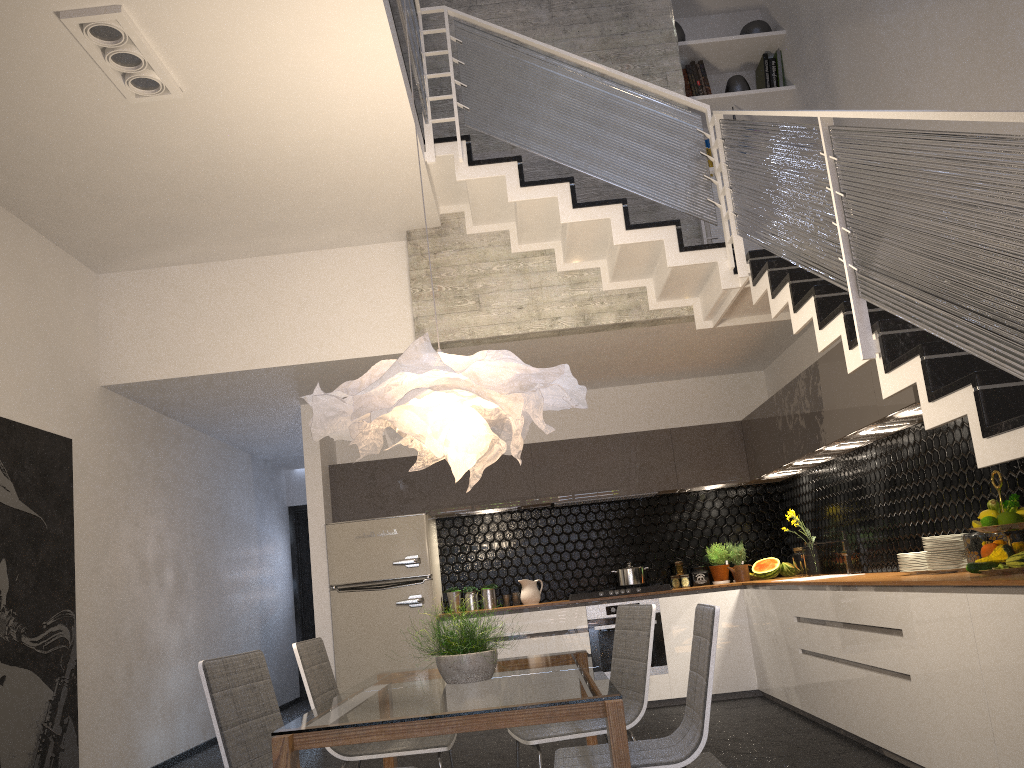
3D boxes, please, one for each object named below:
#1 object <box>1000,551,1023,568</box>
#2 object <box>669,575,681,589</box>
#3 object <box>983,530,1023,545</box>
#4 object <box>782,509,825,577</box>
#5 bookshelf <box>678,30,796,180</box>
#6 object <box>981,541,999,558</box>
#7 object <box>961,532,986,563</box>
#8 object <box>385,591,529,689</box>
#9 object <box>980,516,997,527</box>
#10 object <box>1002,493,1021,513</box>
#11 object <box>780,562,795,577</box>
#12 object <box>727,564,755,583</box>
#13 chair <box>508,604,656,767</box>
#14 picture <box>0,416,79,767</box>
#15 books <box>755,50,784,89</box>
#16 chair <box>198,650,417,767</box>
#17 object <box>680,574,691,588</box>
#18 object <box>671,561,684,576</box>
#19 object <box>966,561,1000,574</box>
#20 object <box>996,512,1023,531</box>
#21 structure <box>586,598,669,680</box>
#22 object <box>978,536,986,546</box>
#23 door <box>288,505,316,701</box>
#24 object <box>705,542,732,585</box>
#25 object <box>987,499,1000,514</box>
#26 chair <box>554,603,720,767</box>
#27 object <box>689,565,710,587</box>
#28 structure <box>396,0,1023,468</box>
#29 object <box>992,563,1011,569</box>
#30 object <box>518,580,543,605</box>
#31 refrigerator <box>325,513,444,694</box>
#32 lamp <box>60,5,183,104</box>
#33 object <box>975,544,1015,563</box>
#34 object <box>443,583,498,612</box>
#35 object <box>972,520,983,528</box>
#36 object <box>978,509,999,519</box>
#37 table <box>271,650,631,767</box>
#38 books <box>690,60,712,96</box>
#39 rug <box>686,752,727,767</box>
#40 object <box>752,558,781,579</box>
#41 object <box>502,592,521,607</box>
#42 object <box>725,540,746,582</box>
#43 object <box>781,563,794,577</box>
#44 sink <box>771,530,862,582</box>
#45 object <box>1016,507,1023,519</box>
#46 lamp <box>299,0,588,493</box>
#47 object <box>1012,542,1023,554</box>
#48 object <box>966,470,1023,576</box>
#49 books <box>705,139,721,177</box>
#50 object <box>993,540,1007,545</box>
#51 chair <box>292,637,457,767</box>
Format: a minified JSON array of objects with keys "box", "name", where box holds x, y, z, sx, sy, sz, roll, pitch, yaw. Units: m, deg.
[{"box":[2.000,0.700,3.496,0.152,0.072,0.077,-16,-15,37],"name":"object"},{"box":[1.407,1.708,7.639,0.083,0.112,0.083,-6,-11,0],"name":"object"},{"box":[2.259,0.755,4.040,0.172,0.183,0.174,-2,-12,-22],"name":"object"},{"box":[2.307,1.247,6.988,0.258,0.537,0.430,-11,-12,23],"name":"object"},{"box":[1.588,-1.963,6.633,0.973,1.096,0.447,-6,-10,0],"name":"bookshelf"},{"box":[1.974,0.689,3.638,0.087,0.092,0.086,-7,-11,5],"name":"object"},{"box":[2.247,0.798,4.219,0.172,0.183,0.173,3,-15,-40],"name":"object"},{"box":[-0.196,0.970,3.400,0.531,0.364,0.675,-5,-12,-5],"name":"object"},{"box":[1.935,0.563,3.592,0.060,0.054,0.059,-14,-14,34],"name":"object"},{"box":[2.044,0.508,3.649,0.067,0.100,0.212,-9,-13,15],"name":"object"},{"box":[2.336,1.548,7.416,0.149,0.126,0.225,-16,-16,39],"name":"object"},{"box":[1.935,1.596,7.459,0.211,0.139,0.125,-14,-14,34],"name":"object"},{"box":[0.314,1.411,3.682,0.601,0.911,0.480,-3,-11,-14],"name":"chair"},{"box":[-2.732,1.199,4.877,0.033,2.008,1.245,-6,-11,0],"name":"picture"},{"box":[1.961,-2.283,6.738,0.160,0.378,0.268,-6,-11,0],"name":"books"},{"box":[-0.659,1.351,2.964,0.602,0.911,0.479,-8,-11,10],"name":"chair"},{"box":[1.494,1.698,7.635,0.083,0.112,0.083,-8,-11,10],"name":"object"},{"box":[1.429,1.593,7.646,0.083,0.112,0.083,-2,-12,-19],"name":"object"},{"box":[1.956,0.742,3.605,0.239,0.048,0.062,-2,-13,-19],"name":"object"},{"box":[2.006,0.553,3.568,0.101,0.078,0.097,-5,-12,-4],"name":"object"},{"box":[0.921,2.091,7.301,0.587,0.583,0.590,-6,-11,0],"name":"structure"},{"box":[2.040,0.693,3.735,0.126,0.119,0.061,-13,-13,32],"name":"object"},{"box":[-2.045,2.558,10.604,1.108,2.293,0.162,-6,-10,0],"name":"door"},{"box":[1.793,1.535,7.607,0.245,0.350,0.236,-7,-11,4],"name":"object"},{"box":[1.997,0.523,3.679,0.057,0.081,0.182,-12,-14,28],"name":"object"},{"box":[0.437,1.228,2.944,0.602,0.911,0.479,-7,-11,3],"name":"chair"},{"box":[1.613,1.654,7.634,0.141,0.172,0.143,-6,-11,0],"name":"object"},{"box":[-0.032,-2.037,4.936,4.234,8.229,8.546,-6,-11,0],"name":"structure"},{"box":[2.031,0.720,3.544,0.229,0.075,0.070,-4,-11,-9],"name":"object"},{"box":[0.163,1.788,7.627,0.190,0.213,0.173,-9,-11,13],"name":"object"},{"box":[-1.009,1.985,7.323,0.829,1.695,0.777,-6,-10,0],"name":"refrigerator"},{"box":[-1.715,-1.463,3.938,0.253,0.065,0.651,-6,-13,0],"name":"lamp"},{"box":[1.963,0.695,3.607,0.155,0.076,0.079,-15,-14,34],"name":"object"},{"box":[-0.346,1.839,7.627,0.482,0.218,0.174,-6,-11,-3],"name":"object"},{"box":[1.919,0.580,3.643,0.048,0.041,0.045,3,-15,-38],"name":"object"},{"box":[1.973,0.547,3.656,0.068,0.057,0.071,-6,-12,0],"name":"object"},{"box":[-0.125,1.479,3.322,0.997,0.707,1.818,-6,-12,0],"name":"table"},{"box":[1.431,-2.223,6.760,0.134,0.379,0.275,-6,-11,0],"name":"books"},{"box":[-0.093,1.819,3.245,2.371,0.006,3.724,-6,-13,0],"name":"rug"},{"box":[2.120,1.539,7.377,0.237,0.173,0.218,-13,-13,28],"name":"object"},{"box":[-0.006,1.864,7.653,0.160,0.109,0.078,-7,-11,5],"name":"object"},{"box":[1.932,1.504,7.589,0.170,0.375,0.184,-14,-13,37],"name":"object"},{"box":[2.357,1.589,7.588,0.132,0.118,0.205,-10,-13,20],"name":"object"},{"box":[2.137,1.272,6.194,0.490,0.444,0.731,-6,-12,0],"name":"sink"},{"box":[2.080,0.531,3.574,0.079,0.068,0.059,-12,-13,28],"name":"object"},{"box":[-0.510,-2.105,3.937,1.119,5.163,1.070,-8,-10,11],"name":"lamp"},{"box":[2.093,0.690,3.650,0.088,0.078,0.089,-14,-14,35],"name":"object"},{"box":[2.022,0.563,3.629,0.351,0.421,0.355,-5,-11,-6],"name":"object"},{"box":[1.450,-1.600,6.651,0.171,0.370,0.275,-6,-11,0],"name":"books"},{"box":[2.027,0.682,3.711,0.059,0.055,0.128,-6,-12,1],"name":"object"},{"box":[-0.547,1.505,3.688,0.601,0.911,0.480,-6,-11,1],"name":"chair"}]
